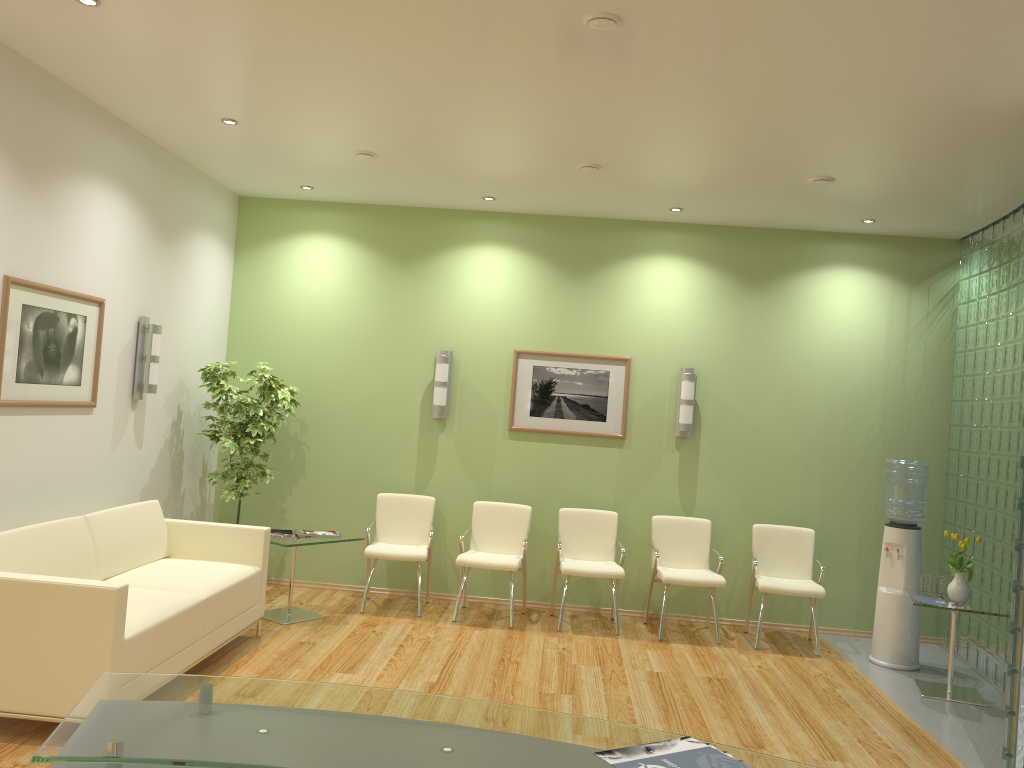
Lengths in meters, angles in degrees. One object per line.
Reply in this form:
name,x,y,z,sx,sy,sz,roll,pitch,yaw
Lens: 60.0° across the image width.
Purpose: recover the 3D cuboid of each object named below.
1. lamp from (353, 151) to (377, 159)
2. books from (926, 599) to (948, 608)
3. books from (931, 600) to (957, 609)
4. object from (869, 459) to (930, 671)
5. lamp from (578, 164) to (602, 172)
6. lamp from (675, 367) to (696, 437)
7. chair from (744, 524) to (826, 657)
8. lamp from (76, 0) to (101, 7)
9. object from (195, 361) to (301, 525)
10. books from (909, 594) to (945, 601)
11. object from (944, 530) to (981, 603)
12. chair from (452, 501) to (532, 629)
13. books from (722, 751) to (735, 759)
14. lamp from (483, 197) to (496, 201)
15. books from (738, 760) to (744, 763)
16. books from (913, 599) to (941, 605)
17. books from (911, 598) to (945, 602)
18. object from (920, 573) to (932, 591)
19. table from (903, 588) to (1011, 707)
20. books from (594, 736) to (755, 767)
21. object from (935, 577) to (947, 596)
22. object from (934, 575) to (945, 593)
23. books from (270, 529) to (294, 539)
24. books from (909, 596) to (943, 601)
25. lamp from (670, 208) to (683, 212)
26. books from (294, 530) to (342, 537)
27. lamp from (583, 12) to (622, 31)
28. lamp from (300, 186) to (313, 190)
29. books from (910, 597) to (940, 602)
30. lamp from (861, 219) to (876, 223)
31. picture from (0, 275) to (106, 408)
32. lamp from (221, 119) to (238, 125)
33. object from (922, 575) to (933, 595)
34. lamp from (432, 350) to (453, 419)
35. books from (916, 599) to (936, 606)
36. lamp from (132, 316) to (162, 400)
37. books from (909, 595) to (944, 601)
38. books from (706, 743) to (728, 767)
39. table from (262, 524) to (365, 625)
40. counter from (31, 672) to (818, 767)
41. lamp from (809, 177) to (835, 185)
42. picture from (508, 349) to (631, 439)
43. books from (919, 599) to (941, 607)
lamp,-1.016,-1.577,6.135,0.167,0.024,0.167,5,-2,-36
books,2.792,1.428,5.772,0.150,0.004,0.210,3,-2,39
books,2.807,1.429,5.762,0.150,0.004,0.210,3,-2,29
object,2.880,1.318,6.567,0.353,1.506,0.353,4,-1,11
lamp,0.528,-1.464,6.033,0.167,0.024,0.167,5,-2,-36
lamp,1.458,0.153,7.421,0.134,0.580,0.142,4,-1,4
chair,2.141,1.585,6.939,0.536,0.881,0.650,4,-1,9
lamp,-1.890,-1.704,3.952,0.105,0.011,0.105,3,-2,37
object,-2.163,0.757,7.112,0.668,1.900,0.943,4,-1,12
books,2.765,1.430,5.904,0.210,0.004,0.150,3,-2,29
object,2.982,1.217,5.899,0.219,0.459,0.201,3,-2,34
chair,-0.149,1.418,7.093,0.536,0.881,0.650,4,-1,9
books,0.272,0.604,1.390,0.210,0.004,0.150,5,-1,-11
lamp,-0.186,-1.495,7.161,0.105,0.011,0.105,5,-2,-15
books,0.274,0.604,1.372,0.210,0.004,0.150,4,-1,-1
books,2.759,1.427,5.816,0.210,0.004,0.150,5,-2,-21
books,2.754,1.427,5.833,0.210,0.004,0.150,5,-1,-11
object,2.883,1.388,6.183,0.071,0.119,0.072,4,-1,4
table,2.936,1.752,5.909,0.581,0.614,0.581,4,-2,18
books,0.259,0.604,1.424,0.210,0.004,0.150,5,-2,-31
object,2.934,1.389,6.075,0.071,0.119,0.072,4,-1,4
object,2.961,1.393,6.150,0.071,0.119,0.072,4,-1,4
books,-1.732,1.097,6.536,0.230,0.031,0.328,5,-2,-16
books,2.753,1.428,5.870,0.210,0.004,0.150,4,-1,9
lamp,1.307,-1.387,7.063,0.105,0.011,0.105,5,-2,-15
books,-1.466,1.120,6.692,0.328,0.031,0.230,5,-2,-21
lamp,0.384,-1.533,3.773,0.167,0.024,0.167,3,-2,43
lamp,-1.679,-1.604,7.260,0.105,0.011,0.105,3,-2,30
books,2.752,1.427,5.851,0.210,0.004,0.150,4,-1,-1
lamp,2.800,-1.278,6.964,0.105,0.011,0.105,5,-2,-15
picture,-2.663,-0.212,5.168,0.025,0.700,1.000,4,-1,4
lamp,-1.784,-1.654,5.606,0.105,0.011,0.105,3,-2,37
object,2.855,1.384,6.103,0.071,0.119,0.072,4,-1,4
lamp,-0.600,0.003,7.557,0.134,0.580,0.142,4,-1,4
books,2.768,1.427,5.799,0.210,0.004,0.150,5,-2,-31
lamp,-2.539,-0.177,6.191,0.142,0.580,0.134,4,-1,4
books,2.758,1.429,5.887,0.210,0.004,0.150,4,-2,19
books,0.267,0.604,1.408,0.210,0.004,0.150,5,-2,-21
table,-1.644,1.429,6.643,0.736,0.614,0.736,3,-2,39
counter,0.490,0.627,0.030,1.837,0.078,3.674,5,-1,-11
lamp,2.072,-1.352,5.931,0.167,0.024,0.167,5,-1,-13
picture,0.490,0.084,7.543,1.000,0.700,0.025,4,-1,4
books,2.778,1.427,5.784,0.210,0.004,0.150,6,-2,-41
